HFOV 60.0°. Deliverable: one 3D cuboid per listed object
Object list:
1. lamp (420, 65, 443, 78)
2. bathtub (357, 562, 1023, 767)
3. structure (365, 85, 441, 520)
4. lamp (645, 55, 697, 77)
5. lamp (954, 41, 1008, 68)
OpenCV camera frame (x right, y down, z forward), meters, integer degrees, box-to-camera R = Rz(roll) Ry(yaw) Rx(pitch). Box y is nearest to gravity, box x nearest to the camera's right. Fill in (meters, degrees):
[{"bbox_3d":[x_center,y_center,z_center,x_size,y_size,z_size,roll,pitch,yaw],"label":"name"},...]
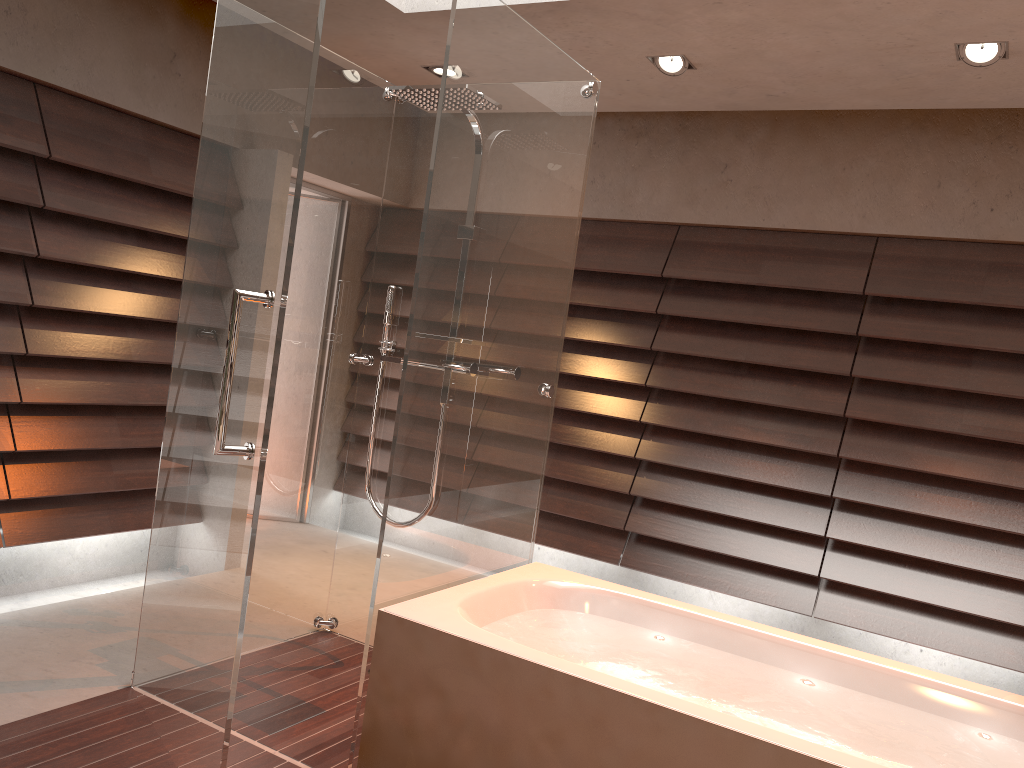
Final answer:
[{"bbox_3d":[-0.322,-1.515,4.238,0.165,0.051,0.170,9,3,29],"label":"lamp"},{"bbox_3d":[0.730,0.879,2.315,2.000,0.761,0.994,9,3,29],"label":"bathtub"},{"bbox_3d":[-0.347,-0.221,3.189,0.575,1.578,0.385,9,3,30],"label":"structure"},{"bbox_3d":[0.663,-1.346,3.675,0.165,0.110,0.170,9,3,29],"label":"lamp"},{"bbox_3d":[1.650,-1.182,3.110,0.165,0.110,0.170,9,3,29],"label":"lamp"}]
